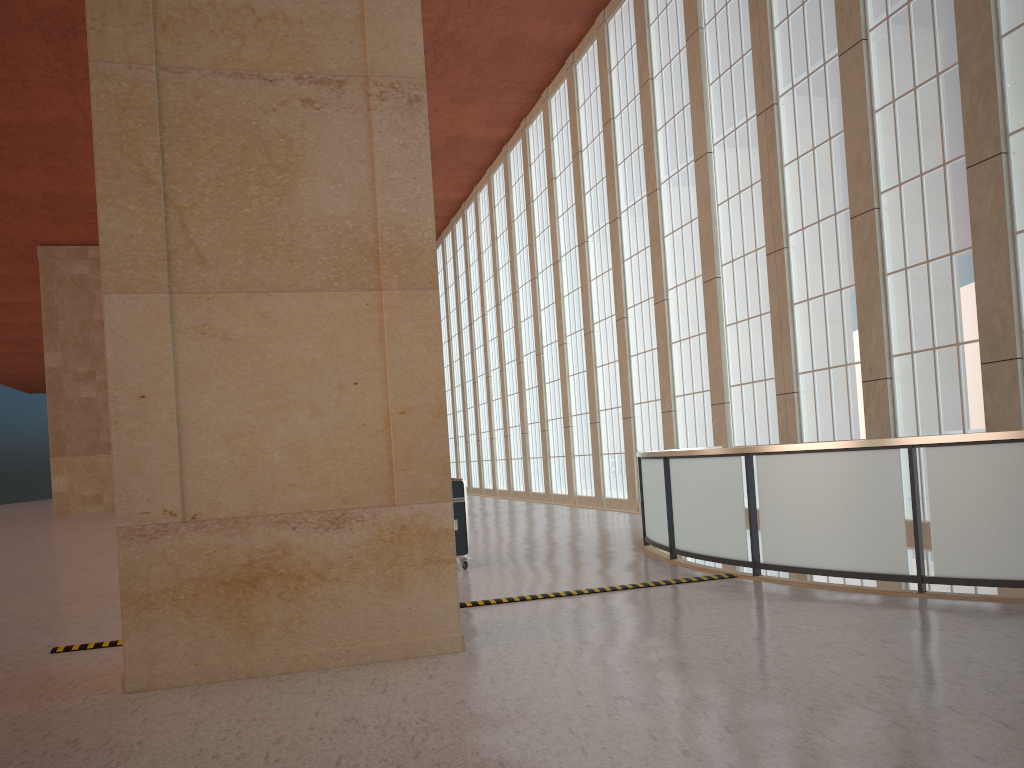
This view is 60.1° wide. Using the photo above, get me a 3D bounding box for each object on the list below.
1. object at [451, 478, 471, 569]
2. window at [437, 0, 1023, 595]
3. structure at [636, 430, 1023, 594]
[{"bbox_3d":[-1.378,2.422,15.283,1.054,1.539,1.277,-3,-3,-16],"label":"object"},{"bbox_3d":[-8.556,5.647,77.625,0.010,28.591,165.487,-3,-4,-16],"label":"window"},{"bbox_3d":[5.317,1.733,13.467,5.238,1.792,13.129,-2,-5,-26],"label":"structure"}]
